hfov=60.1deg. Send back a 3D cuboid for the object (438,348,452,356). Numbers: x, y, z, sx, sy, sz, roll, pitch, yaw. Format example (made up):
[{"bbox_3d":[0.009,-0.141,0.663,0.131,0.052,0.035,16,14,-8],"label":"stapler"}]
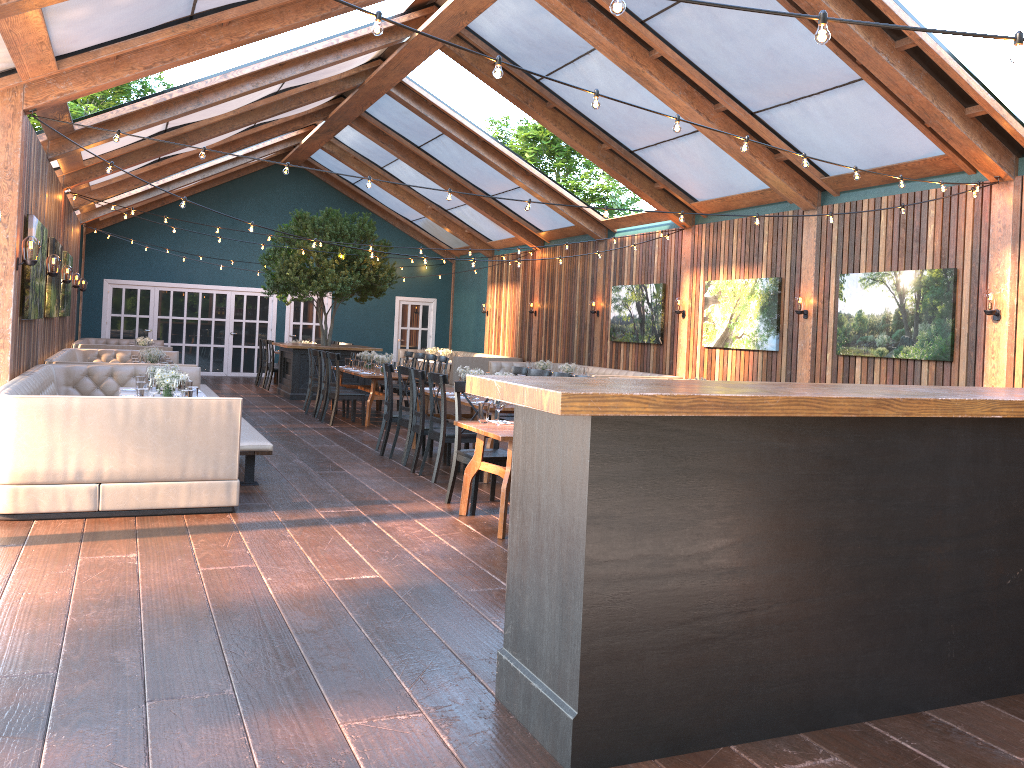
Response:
[{"bbox_3d":[-1.542,-0.673,20.296,0.336,0.309,0.329,3,2,18],"label":"object"}]

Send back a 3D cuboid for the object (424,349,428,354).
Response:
[{"bbox_3d":[-2.066,-0.719,21.190,0.092,0.244,0.092,3,0,19],"label":"object"}]

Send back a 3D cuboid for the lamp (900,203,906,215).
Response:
[{"bbox_3d":[3.936,-1.757,8.898,0.056,0.118,0.066,3,1,5],"label":"lamp"}]

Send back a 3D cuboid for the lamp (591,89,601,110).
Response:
[{"bbox_3d":[0.496,-1.681,5.222,0.056,0.121,0.056,3,0,-5],"label":"lamp"}]

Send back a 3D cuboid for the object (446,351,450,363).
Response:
[{"bbox_3d":[-1.441,-0.602,19.751,0.092,0.244,0.092,3,0,24],"label":"object"}]

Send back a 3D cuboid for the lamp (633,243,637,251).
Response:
[{"bbox_3d":[1.855,-2.063,13.321,0.060,0.119,0.056,3,0,-1],"label":"lamp"}]

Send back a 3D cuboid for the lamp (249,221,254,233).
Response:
[{"bbox_3d":[-2.769,-1.671,9.406,0.056,0.120,0.056,3,0,-27],"label":"lamp"}]

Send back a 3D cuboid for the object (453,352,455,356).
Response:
[{"bbox_3d":[-1.288,-0.610,19.999,0.092,0.244,0.092,3,0,24],"label":"object"}]

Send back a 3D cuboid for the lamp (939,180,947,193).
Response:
[{"bbox_3d":[3.979,-1.825,8.162,0.061,0.119,0.056,3,0,-8],"label":"lamp"}]

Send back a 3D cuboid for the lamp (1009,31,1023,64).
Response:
[{"bbox_3d":[1.876,-1.246,3.278,0.056,0.121,0.056,3,0,35],"label":"lamp"}]

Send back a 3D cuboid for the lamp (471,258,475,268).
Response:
[{"bbox_3d":[-0.500,-1.564,11.426,0.056,0.120,0.056,3,0,-5],"label":"lamp"}]

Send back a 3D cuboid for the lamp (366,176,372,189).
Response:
[{"bbox_3d":[-1.337,-1.890,8.284,0.056,0.120,0.056,3,0,42],"label":"lamp"}]

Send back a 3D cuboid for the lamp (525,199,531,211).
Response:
[{"bbox_3d":[0.151,-1.717,8.481,0.057,0.120,0.056,2,0,-30],"label":"lamp"}]

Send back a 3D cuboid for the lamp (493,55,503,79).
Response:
[{"bbox_3d":[-0.073,-1.690,4.722,0.056,0.121,0.056,3,0,-7],"label":"lamp"}]

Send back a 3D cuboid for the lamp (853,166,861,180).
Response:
[{"bbox_3d":[2.808,-1.717,7.203,0.056,0.120,0.056,3,0,26],"label":"lamp"}]

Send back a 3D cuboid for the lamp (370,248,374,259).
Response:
[{"bbox_3d":[-1.648,-1.536,10.424,0.056,0.121,0.056,3,0,-25],"label":"lamp"}]

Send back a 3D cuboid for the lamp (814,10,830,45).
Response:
[{"bbox_3d":[1.123,-1.288,3.199,0.056,0.121,0.056,3,0,28],"label":"lamp"}]

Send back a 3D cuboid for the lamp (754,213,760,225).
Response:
[{"bbox_3d":[2.424,-1.627,8.738,0.056,0.121,0.056,3,0,10],"label":"lamp"}]

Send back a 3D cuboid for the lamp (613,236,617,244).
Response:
[{"bbox_3d":[1.620,-2.266,13.932,0.056,0.120,0.056,3,0,19],"label":"lamp"}]

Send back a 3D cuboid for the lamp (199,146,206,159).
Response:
[{"bbox_3d":[-2.840,-2.120,8.117,0.056,0.114,0.075,2,1,-25],"label":"lamp"}]

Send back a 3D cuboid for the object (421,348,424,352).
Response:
[{"bbox_3d":[-2.151,-0.737,21.417,0.092,0.244,0.092,3,0,19],"label":"object"}]

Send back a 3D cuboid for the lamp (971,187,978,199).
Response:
[{"bbox_3d":[4.679,-1.934,8.952,0.065,0.118,0.056,3,0,26],"label":"lamp"}]

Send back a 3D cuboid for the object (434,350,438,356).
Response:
[{"bbox_3d":[-1.763,-0.662,20.479,0.092,0.244,0.092,3,0,24],"label":"object"}]

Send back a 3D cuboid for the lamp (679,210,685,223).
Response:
[{"bbox_3d":[1.665,-1.639,8.665,0.056,0.119,0.059,2,1,-44],"label":"lamp"}]

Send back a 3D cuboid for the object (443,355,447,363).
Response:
[{"bbox_3d":[-1.497,-0.556,19.655,0.091,0.158,0.092,2,1,-37],"label":"object"}]

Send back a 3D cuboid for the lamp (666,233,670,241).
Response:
[{"bbox_3d":[2.430,-2.290,13.779,0.062,0.119,0.056,2,1,-41],"label":"lamp"}]

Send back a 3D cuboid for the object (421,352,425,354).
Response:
[{"bbox_3d":[-2.122,-0.673,21.095,0.091,0.158,0.092,2,1,-37],"label":"object"}]

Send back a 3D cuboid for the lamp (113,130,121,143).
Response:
[{"bbox_3d":[-3.578,-2.244,8.007,0.064,0.118,0.056,3,1,40],"label":"lamp"}]

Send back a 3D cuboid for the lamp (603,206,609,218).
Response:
[{"bbox_3d":[0.914,-1.666,8.570,0.056,0.121,0.056,3,0,35],"label":"lamp"}]

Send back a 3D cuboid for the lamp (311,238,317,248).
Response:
[{"bbox_3d":[-2.219,-1.578,9.917,0.056,0.120,0.056,3,0,26],"label":"lamp"}]

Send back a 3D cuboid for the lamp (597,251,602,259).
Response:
[{"bbox_3d":[1.269,-1.878,12.859,0.071,0.116,0.056,3,0,-2],"label":"lamp"}]

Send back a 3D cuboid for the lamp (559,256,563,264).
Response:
[{"bbox_3d":[0.682,-1.733,12.386,0.056,0.121,0.056,3,0,4],"label":"lamp"}]

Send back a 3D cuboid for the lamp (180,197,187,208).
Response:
[{"bbox_3d":[-3.311,-1.828,8.904,0.056,0.119,0.059,3,0,7],"label":"lamp"}]

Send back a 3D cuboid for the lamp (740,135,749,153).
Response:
[{"bbox_3d":[1.637,-1.688,6.222,0.056,0.120,0.056,3,0,-18],"label":"lamp"}]

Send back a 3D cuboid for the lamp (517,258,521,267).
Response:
[{"bbox_3d":[0.094,-1.629,11.905,0.056,0.121,0.056,2,0,-36],"label":"lamp"}]

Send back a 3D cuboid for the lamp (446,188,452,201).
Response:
[{"bbox_3d":[-0.595,-1.794,8.388,0.056,0.121,0.056,3,0,-9],"label":"lamp"}]

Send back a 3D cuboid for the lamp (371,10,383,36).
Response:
[{"bbox_3d":[-0.640,-1.719,4.213,0.056,0.121,0.056,2,0,-31],"label":"lamp"}]

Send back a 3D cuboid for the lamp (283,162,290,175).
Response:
[{"bbox_3d":[-2.092,-2.001,8.218,0.075,0.114,0.056,3,0,22],"label":"lamp"}]

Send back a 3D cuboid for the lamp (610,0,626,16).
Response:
[{"bbox_3d":[0.372,-1.354,3.102,0.056,0.120,0.056,3,0,32],"label":"lamp"}]

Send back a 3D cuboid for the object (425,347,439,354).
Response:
[{"bbox_3d":[-1.889,-0.735,21.052,0.329,0.309,0.336,4,2,31],"label":"object"}]

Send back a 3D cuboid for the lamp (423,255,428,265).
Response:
[{"bbox_3d":[-1.067,-1.533,10.921,0.056,0.120,0.056,3,0,-18],"label":"lamp"}]

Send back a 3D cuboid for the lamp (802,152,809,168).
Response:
[{"bbox_3d":[2.228,-1.696,6.711,0.056,0.120,0.056,3,0,22],"label":"lamp"}]

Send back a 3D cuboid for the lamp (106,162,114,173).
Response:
[{"bbox_3d":[-3.821,-2.058,8.404,0.068,0.117,0.056,2,0,-17],"label":"lamp"}]

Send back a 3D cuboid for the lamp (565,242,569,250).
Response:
[{"bbox_3d":[0.862,-2.165,13.883,0.063,0.118,0.056,2,0,-30],"label":"lamp"}]

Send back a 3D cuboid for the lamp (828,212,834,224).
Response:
[{"bbox_3d":[3.183,-1.657,8.817,0.056,0.121,0.056,3,0,-8],"label":"lamp"}]

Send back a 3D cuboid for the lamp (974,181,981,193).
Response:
[{"bbox_3d":[4.555,-1.927,8.659,0.056,0.120,0.056,3,0,27],"label":"lamp"}]

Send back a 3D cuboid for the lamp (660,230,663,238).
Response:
[{"bbox_3d":[2.366,-2.371,13.986,0.056,0.121,0.056,3,0,-2],"label":"lamp"}]

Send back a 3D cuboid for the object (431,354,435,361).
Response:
[{"bbox_3d":[-1.819,-0.616,20.384,0.091,0.158,0.092,2,1,-37],"label":"object"}]

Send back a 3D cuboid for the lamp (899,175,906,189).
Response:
[{"bbox_3d":[3.391,-1.759,7.692,0.059,0.119,0.056,3,0,19],"label":"lamp"}]

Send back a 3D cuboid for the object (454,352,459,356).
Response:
[{"bbox_3d":[-1.242,-0.594,19.768,0.092,0.244,0.092,3,0,24],"label":"object"}]

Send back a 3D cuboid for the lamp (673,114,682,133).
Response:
[{"bbox_3d":[1.069,-1.683,5.720,0.056,0.121,0.056,3,0,2],"label":"lamp"}]
